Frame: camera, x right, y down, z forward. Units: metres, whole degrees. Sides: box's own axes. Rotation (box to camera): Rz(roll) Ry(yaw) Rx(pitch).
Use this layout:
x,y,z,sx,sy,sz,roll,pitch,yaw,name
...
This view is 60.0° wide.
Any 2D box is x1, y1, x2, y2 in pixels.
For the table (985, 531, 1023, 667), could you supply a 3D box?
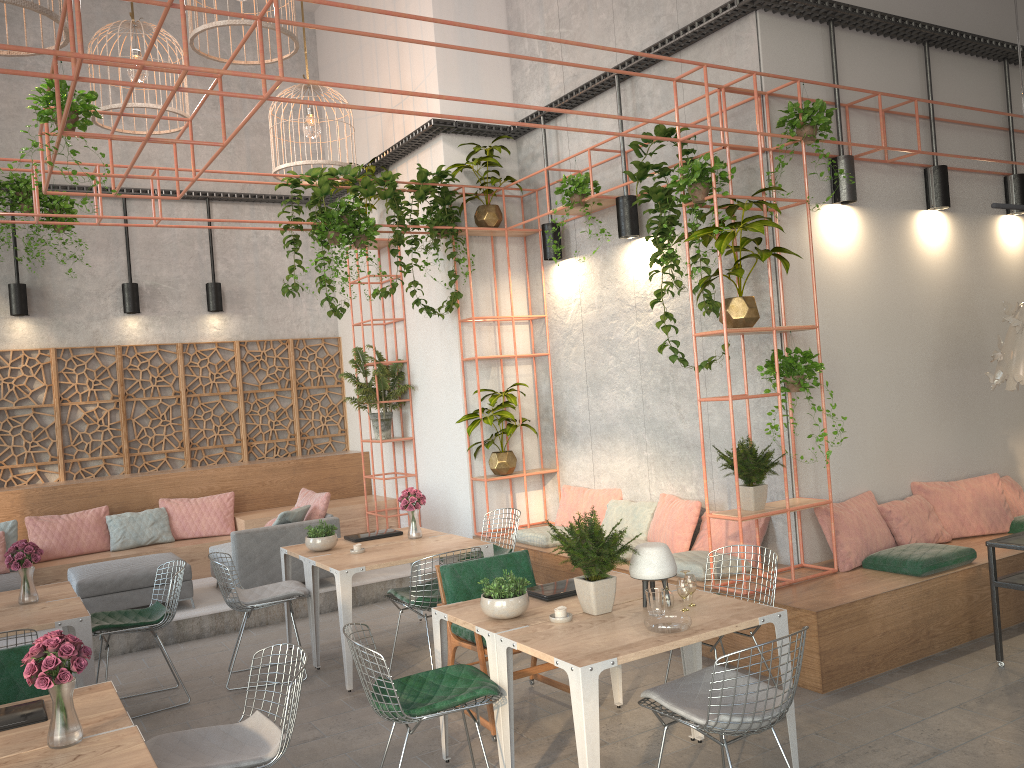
x,y,z,sx,sy,sz,roll,pitch,yaw,name
3.429,1.364,5.498,0.602,0.798,0.635,-4,0,-31,table

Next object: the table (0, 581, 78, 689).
x,y,z,sx,sy,sz,roll,pitch,yaw,name
-3.501,1.860,5.801,1.205,0.830,0.694,-4,0,-31,table

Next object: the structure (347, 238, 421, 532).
x,y,z,sx,sy,sz,roll,pitch,yaw,name
-1.496,0.142,10.351,0.424,3.596,0.624,-4,0,-31,structure

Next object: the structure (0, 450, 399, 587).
x,y,z,sx,sy,sz,roll,pitch,yaw,name
-5.149,1.669,8.357,9.152,1.111,3.396,-4,0,-31,structure

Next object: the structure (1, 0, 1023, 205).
x,y,z,sx,sy,sz,roll,pitch,yaw,name
0.168,-2.693,4.752,15.203,0.110,15.603,-4,0,-31,structure

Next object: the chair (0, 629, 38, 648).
x,y,z,sx,sy,sz,roll,pitch,yaw,name
-2.870,1.763,4.785,0.565,0.941,0.717,-4,0,-35,chair

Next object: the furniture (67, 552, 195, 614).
x,y,z,sx,sy,sz,roll,pitch,yaw,name
-3.562,1.875,8.258,0.975,0.446,0.941,-4,0,-31,furniture

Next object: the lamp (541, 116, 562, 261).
x,y,z,sx,sy,sz,roll,pitch,yaw,name
0.358,-1.953,8.837,0.185,1.425,0.179,-4,0,-31,lamp

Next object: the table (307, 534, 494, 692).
x,y,z,sx,sy,sz,roll,pitch,yaw,name
-0.802,1.656,6.613,1.214,0.830,0.694,-4,0,-31,table

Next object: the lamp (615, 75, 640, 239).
x,y,z,sx,sy,sz,roll,pitch,yaw,name
0.977,-2.004,7.800,0.185,1.425,0.179,-4,0,-31,lamp

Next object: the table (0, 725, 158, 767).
x,y,z,sx,sy,sz,roll,pitch,yaw,name
-1.725,1.726,2.745,1.214,0.830,0.694,-4,0,-31,table

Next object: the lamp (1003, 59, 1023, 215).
x,y,z,sx,sy,sz,roll,pitch,yaw,name
4.603,-2.279,8.168,0.179,1.425,0.185,-4,0,-31,lamp

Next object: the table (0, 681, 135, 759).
x,y,z,sx,sy,sz,roll,pitch,yaw,name
-2.085,1.756,3.340,1.205,0.830,0.694,-4,0,-31,table

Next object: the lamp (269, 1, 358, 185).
x,y,z,sx,sy,sz,roll,pitch,yaw,name
-2.203,-3.941,9.361,0.883,3.476,0.883,-4,0,22,lamp

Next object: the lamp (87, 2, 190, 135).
x,y,z,sx,sy,sz,roll,pitch,yaw,name
-3.683,-4.250,8.517,0.883,3.476,0.883,-4,0,22,lamp

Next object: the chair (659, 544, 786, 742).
x,y,z,sx,sy,sz,roll,pitch,yaw,name
1.192,1.455,5.107,0.717,0.941,0.565,-4,0,-30,chair

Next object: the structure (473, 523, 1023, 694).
x,y,z,sx,sy,sz,roll,pitch,yaw,name
3.230,1.536,8.747,5.831,0.500,4.386,-4,0,-31,structure

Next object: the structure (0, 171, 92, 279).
x,y,z,sx,sy,sz,roll,pitch,yaw,name
-5.273,-1.743,9.402,1.434,1.290,0.670,-4,0,-31,structure

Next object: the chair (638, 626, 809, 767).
x,y,z,sx,sy,sz,roll,pitch,yaw,name
0.916,1.471,3.771,0.565,0.941,0.717,-4,0,-35,chair

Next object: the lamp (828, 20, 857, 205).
x,y,z,sx,sy,sz,roll,pitch,yaw,name
2.546,-2.126,6.930,0.179,1.425,0.185,-4,0,-31,lamp

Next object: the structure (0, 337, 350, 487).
x,y,z,sx,sy,sz,roll,pitch,yaw,name
-5.830,0.674,9.946,9.782,2.103,0.132,-4,0,-31,structure

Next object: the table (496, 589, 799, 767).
x,y,z,sx,sy,sz,roll,pitch,yaw,name
0.646,1.538,4.192,1.214,0.830,0.694,-4,0,-31,table

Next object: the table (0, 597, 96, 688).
x,y,z,sx,sy,sz,roll,pitch,yaw,name
-3.142,1.830,5.208,1.214,0.830,0.694,-4,0,-31,table

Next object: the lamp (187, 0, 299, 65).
x,y,z,sx,sy,sz,roll,pitch,yaw,name
-2.374,-4.572,7.454,0.883,3.476,0.883,-4,0,22,lamp

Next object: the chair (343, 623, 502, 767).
x,y,z,sx,sy,sz,roll,pitch,yaw,name
-0.392,1.572,4.145,0.717,0.941,0.565,-4,0,-15,chair

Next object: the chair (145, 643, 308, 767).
x,y,z,sx,sy,sz,roll,pitch,yaw,name
-1.180,1.631,3.660,0.717,0.941,0.565,-4,0,-30,chair

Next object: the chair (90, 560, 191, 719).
x,y,z,sx,sy,sz,roll,pitch,yaw,name
-2.595,1.747,6.121,0.717,0.941,0.565,-4,0,-30,chair

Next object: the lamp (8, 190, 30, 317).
x,y,z,sx,sy,sz,roll,pitch,yaw,name
-5.642,-1.486,10.055,0.185,1.436,0.185,-4,0,10,lamp

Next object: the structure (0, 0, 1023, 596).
x,y,z,sx,sy,sz,roll,pitch,yaw,name
0.773,-0.416,7.672,14.096,4.345,4.501,-4,0,-32,structure

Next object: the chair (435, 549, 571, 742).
x,y,z,sx,sy,sz,roll,pitch,yaw,name
-0.004,1.551,5.462,0.722,0.917,0.685,-4,0,-31,chair

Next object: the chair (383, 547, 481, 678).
x,y,z,sx,sy,sz,roll,pitch,yaw,name
-0.531,1.590,6.192,0.565,0.941,0.717,-4,0,-35,chair

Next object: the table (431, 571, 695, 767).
x,y,z,sx,sy,sz,roll,pitch,yaw,name
0.285,1.568,4.787,1.205,0.830,0.694,-4,0,-31,table

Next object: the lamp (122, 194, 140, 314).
x,y,z,sx,sy,sz,roll,pitch,yaw,name
-4.625,-1.561,10.667,0.185,1.436,0.185,-4,0,10,lamp

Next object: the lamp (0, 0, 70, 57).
x,y,z,sx,sy,sz,roll,pitch,yaw,name
-3.282,-3.872,5.349,0.883,3.476,0.883,-4,0,22,lamp

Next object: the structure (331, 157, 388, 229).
x,y,z,sx,sy,sz,roll,pitch,yaw,name
-1.759,-2.190,10.226,0.903,0.803,0.934,-4,0,31,structure

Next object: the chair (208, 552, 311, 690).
x,y,z,sx,sy,sz,roll,pitch,yaw,name
-1.839,1.691,6.566,0.717,0.941,0.565,-4,0,-15,chair

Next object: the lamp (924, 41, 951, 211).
x,y,z,sx,sy,sz,roll,pitch,yaw,name
3.579,-2.203,7.552,0.179,1.425,0.185,-4,0,-31,lamp

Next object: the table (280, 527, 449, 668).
x,y,z,sx,sy,sz,roll,pitch,yaw,name
-1.162,1.686,7.208,1.205,0.830,0.694,-4,0,-31,table

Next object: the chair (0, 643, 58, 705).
x,y,z,sx,sy,sz,roll,pitch,yaw,name
-2.376,1.728,4.016,0.722,0.917,0.685,-4,0,-31,chair

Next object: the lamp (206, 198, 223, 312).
x,y,z,sx,sy,sz,roll,pitch,yaw,name
-3.788,-1.623,11.171,0.179,1.436,0.185,-4,0,-31,lamp

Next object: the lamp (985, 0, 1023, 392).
x,y,z,sx,sy,sz,roll,pitch,yaw,name
4.710,-2.074,6.446,4.456,4.052,0.704,-4,0,-31,lamp

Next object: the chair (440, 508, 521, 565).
x,y,z,sx,sy,sz,roll,pitch,yaw,name
-0.256,1.573,7.528,0.717,0.941,0.565,-4,0,-30,chair
